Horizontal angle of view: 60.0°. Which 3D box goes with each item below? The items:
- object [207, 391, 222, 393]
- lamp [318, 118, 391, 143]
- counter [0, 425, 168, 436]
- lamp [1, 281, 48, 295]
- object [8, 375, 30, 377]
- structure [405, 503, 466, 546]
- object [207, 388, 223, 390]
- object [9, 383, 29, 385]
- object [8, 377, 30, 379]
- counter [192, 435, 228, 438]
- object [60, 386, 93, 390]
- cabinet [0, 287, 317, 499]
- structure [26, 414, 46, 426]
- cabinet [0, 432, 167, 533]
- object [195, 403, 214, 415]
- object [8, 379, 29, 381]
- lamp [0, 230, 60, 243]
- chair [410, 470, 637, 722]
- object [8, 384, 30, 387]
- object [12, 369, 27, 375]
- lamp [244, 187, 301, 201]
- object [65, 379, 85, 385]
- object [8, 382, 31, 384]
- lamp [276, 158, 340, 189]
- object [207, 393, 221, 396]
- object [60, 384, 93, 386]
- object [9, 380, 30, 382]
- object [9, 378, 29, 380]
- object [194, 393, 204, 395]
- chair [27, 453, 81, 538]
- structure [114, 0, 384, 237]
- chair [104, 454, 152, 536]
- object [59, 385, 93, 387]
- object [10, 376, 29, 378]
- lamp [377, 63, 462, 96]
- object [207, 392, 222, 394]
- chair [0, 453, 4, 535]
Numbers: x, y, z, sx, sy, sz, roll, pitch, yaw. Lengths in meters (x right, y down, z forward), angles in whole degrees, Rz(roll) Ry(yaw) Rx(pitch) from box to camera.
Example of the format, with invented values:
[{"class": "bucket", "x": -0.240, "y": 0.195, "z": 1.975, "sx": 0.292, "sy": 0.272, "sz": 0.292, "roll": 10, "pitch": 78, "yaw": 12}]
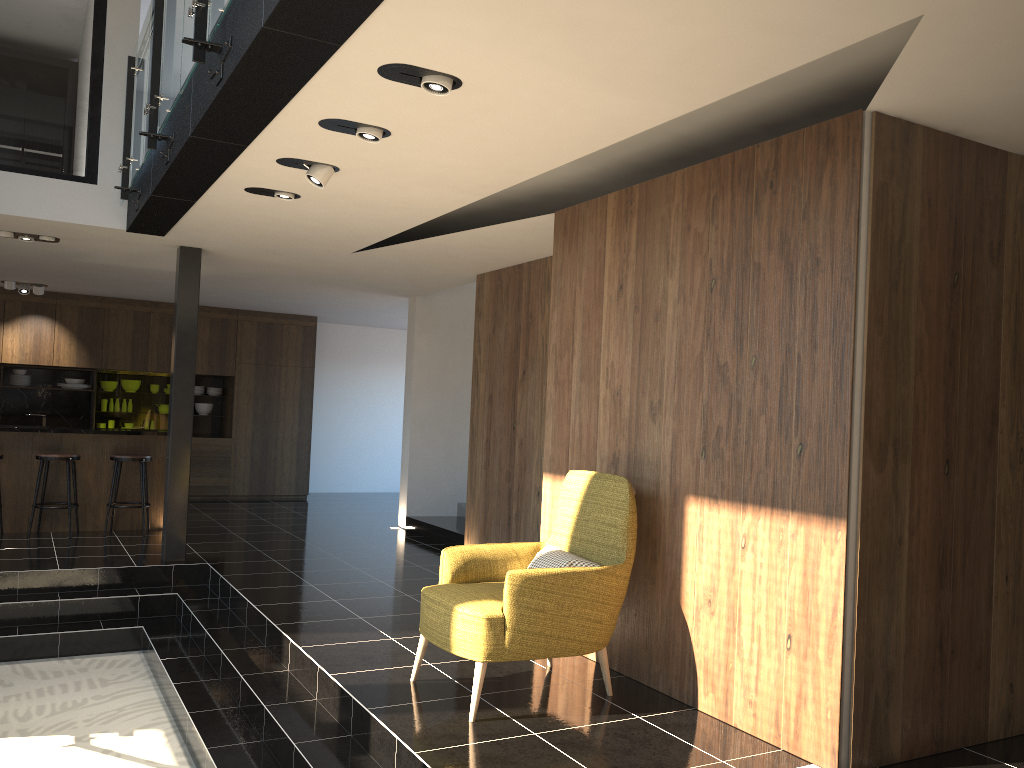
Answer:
[{"class": "object", "x": -4.354, "y": 0.132, "z": 12.980, "sx": 0.220, "sy": 0.033, "sz": 0.220, "roll": 1, "pitch": -3, "yaw": 44}, {"class": "lamp", "x": -0.734, "y": -1.246, "z": 4.163, "sx": 0.346, "sy": 0.177, "sz": 0.195, "roll": 4, "pitch": -2, "yaw": -29}, {"class": "counter", "x": -5.146, "y": 0.437, "z": 8.785, "sx": 3.574, "sy": 0.041, "sz": 0.698, "roll": 4, "pitch": -2, "yaw": -29}, {"class": "lamp", "x": -5.904, "y": -1.225, "z": 10.741, "sx": 0.502, "sy": 0.280, "sz": 0.349, "roll": 4, "pitch": -2, "yaw": -29}, {"class": "object", "x": -6.576, "y": -0.095, "z": 11.838, "sx": 0.269, "sy": 0.024, "sz": 0.269, "roll": 2, "pitch": -2, "yaw": 9}, {"class": "structure", "x": 1.314, "y": 0.206, "z": 7.796, "sx": 1.964, "sy": 3.017, "sz": 6.662, "roll": 3, "pitch": -2, "yaw": -29}, {"class": "object", "x": -4.352, "y": 0.088, "z": 12.981, "sx": 0.220, "sy": 0.033, "sz": 0.220, "roll": 1, "pitch": -3, "yaw": 44}, {"class": "object", "x": -6.580, "y": 0.005, "z": 11.836, "sx": 0.269, "sy": 0.024, "sz": 0.269, "roll": 2, "pitch": -2, "yaw": 9}, {"class": "object", "x": -6.577, "y": -0.068, "z": 11.837, "sx": 0.269, "sy": 0.024, "sz": 0.269, "roll": 2, "pitch": -2, "yaw": 9}, {"class": "counter", "x": -6.179, "y": 0.645, "z": 11.800, "sx": 4.593, "sy": 0.005, "sz": 0.862, "roll": 4, "pitch": -2, "yaw": -29}, {"class": "object", "x": -5.966, "y": 0.052, "z": 12.099, "sx": 0.438, "sy": 0.039, "sz": 0.438, "roll": 2, "pitch": -2, "yaw": 7}, {"class": "cabinet", "x": -6.158, "y": 0.159, "z": 11.803, "sx": 6.895, "sy": 2.689, "sz": 0.869, "roll": 4, "pitch": -2, "yaw": -29}, {"class": "structure", "x": -6.234, "y": 0.519, "z": 11.608, "sx": 0.243, "sy": 0.231, "sz": 0.173, "roll": 3, "pitch": -2, "yaw": -29}, {"class": "cabinet", "x": -5.168, "y": 0.955, "z": 8.776, "sx": 3.565, "sy": 0.993, "sz": 0.698, "roll": 4, "pitch": -2, "yaw": -29}, {"class": "object", "x": -4.487, "y": 0.369, "z": 12.919, "sx": 0.264, "sy": 0.170, "sz": 0.264, "roll": 1, "pitch": -2, "yaw": 36}, {"class": "object", "x": -6.578, "y": -0.041, "z": 11.837, "sx": 0.269, "sy": 0.024, "sz": 0.269, "roll": 2, "pitch": -2, "yaw": 9}, {"class": "lamp", "x": -4.082, "y": -1.295, "z": 7.460, "sx": 0.502, "sy": 0.194, "sz": 0.349, "roll": 4, "pitch": -2, "yaw": -29}, {"class": "chair", "x": 0.079, "y": 0.996, "z": 4.513, "sx": 1.031, "sy": 1.097, "sz": 0.807, "roll": 3, "pitch": -2, "yaw": -30}, {"class": "object", "x": -6.581, "y": 0.022, "z": 11.835, "sx": 0.269, "sy": 0.024, "sz": 0.269, "roll": 2, "pitch": -2, "yaw": 9}, {"class": "object", "x": -6.576, "y": -0.148, "z": 11.837, "sx": 0.168, "sy": 0.087, "sz": 0.168, "roll": 3, "pitch": -2, "yaw": -9}, {"class": "lamp", "x": -1.486, "y": -1.244, "z": 5.520, "sx": 0.346, "sy": 0.158, "sz": 0.195, "roll": 4, "pitch": -2, "yaw": -29}, {"class": "object", "x": -5.965, "y": -0.023, "z": 12.101, "sx": 0.254, "sy": 0.088, "sz": 0.254, "roll": 3, "pitch": -2, "yaw": -4}, {"class": "object", "x": -6.580, "y": -0.006, "z": 11.836, "sx": 0.269, "sy": 0.024, "sz": 0.269, "roll": 2, "pitch": -2, "yaw": 9}, {"class": "lamp", "x": -1.112, "y": -1.205, "z": 4.840, "sx": 0.346, "sy": 0.247, "sz": 0.195, "roll": 3, "pitch": -2, "yaw": -29}, {"class": "object", "x": -4.355, "y": 0.156, "z": 12.980, "sx": 0.220, "sy": 0.033, "sz": 0.220, "roll": 1, "pitch": -3, "yaw": 44}, {"class": "object", "x": -5.964, "y": 0.025, "z": 12.100, "sx": 0.438, "sy": 0.039, "sz": 0.438, "roll": 2, "pitch": -2, "yaw": 7}, {"class": "object", "x": -6.578, "y": -0.033, "z": 11.837, "sx": 0.269, "sy": 0.024, "sz": 0.269, "roll": 2, "pitch": -2, "yaw": 9}, {"class": "object", "x": -6.577, "y": -0.061, "z": 11.837, "sx": 0.269, "sy": 0.024, "sz": 0.269, "roll": 2, "pitch": -2, "yaw": 9}, {"class": "object", "x": -4.577, "y": 0.142, "z": 12.857, "sx": 0.220, "sy": 0.033, "sz": 0.220, "roll": 3, "pitch": -2, "yaw": -19}, {"class": "chair", "x": -4.453, "y": 1.084, "z": 8.664, "sx": 0.412, "sy": 0.799, "sz": 0.412, "roll": 3, "pitch": -1, "yaw": -20}, {"class": "structure", "x": -2.319, "y": -0.089, "z": 3.175, "sx": 3.448, "sy": 4.867, "sz": 7.279, "roll": 3, "pitch": -2, "yaw": -30}, {"class": "chair", "x": -3.877, "y": 1.120, "z": 8.984, "sx": 0.412, "sy": 0.799, "sz": 0.412, "roll": 3, "pitch": -1, "yaw": -20}, {"class": "object", "x": -5.965, "y": 0.040, "z": 12.099, "sx": 0.438, "sy": 0.039, "sz": 0.438, "roll": 2, "pitch": -2, "yaw": 7}, {"class": "object", "x": -6.576, "y": -0.088, "z": 11.838, "sx": 0.269, "sy": 0.024, "sz": 0.269, "roll": 2, "pitch": -2, "yaw": 9}, {"class": "lamp", "x": -0.358, "y": -1.251, "z": 3.484, "sx": 0.346, "sy": 0.177, "sz": 0.195, "roll": 4, "pitch": -2, "yaw": -29}, {"class": "object", "x": -4.355, "y": 0.143, "z": 12.980, "sx": 0.220, "sy": 0.033, "sz": 0.220, "roll": 1, "pitch": -3, "yaw": 44}, {"class": "chair", "x": -5.030, "y": 1.047, "z": 8.344, "sx": 0.412, "sy": 0.799, "sz": 0.412, "roll": 3, "pitch": -1, "yaw": -20}]
